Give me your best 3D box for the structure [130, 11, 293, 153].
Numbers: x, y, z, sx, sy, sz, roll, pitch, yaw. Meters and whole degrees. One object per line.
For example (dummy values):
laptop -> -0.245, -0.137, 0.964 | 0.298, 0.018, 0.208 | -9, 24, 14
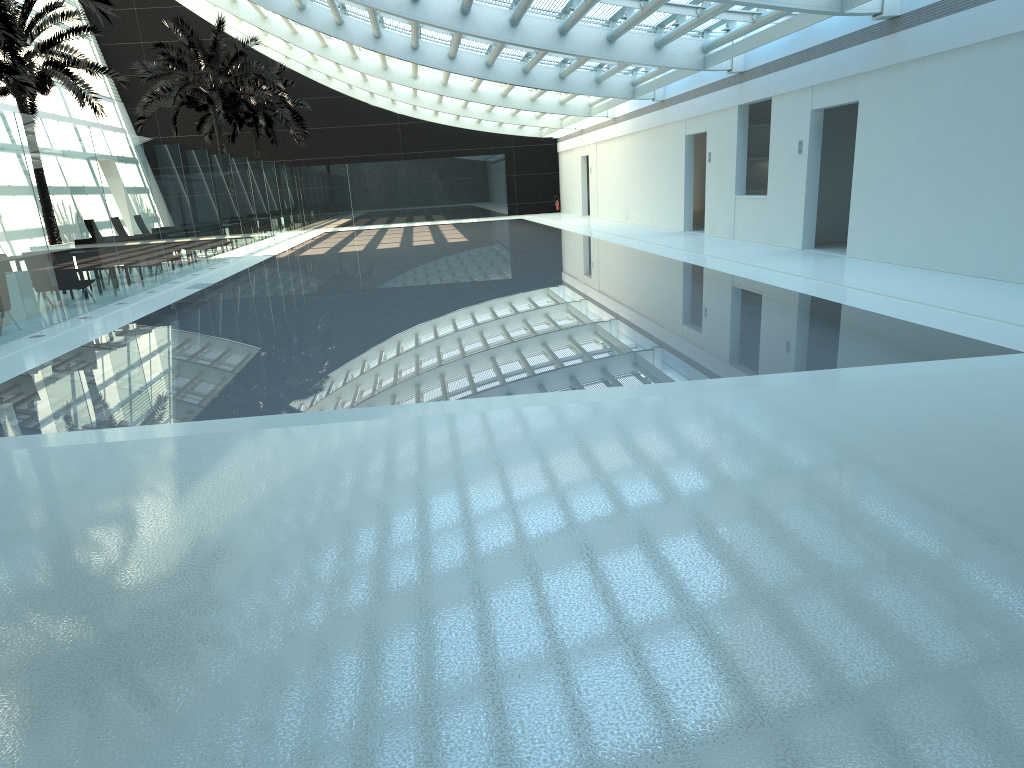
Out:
structure -> -9.729, -8.286, 29.027 | 4.803, 7.396, 4.219 | -7, 19, -11

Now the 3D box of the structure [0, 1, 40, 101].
structure -> -11.459, -5.167, 16.379 | 4.572, 7.199, 4.110 | -13, 21, -25

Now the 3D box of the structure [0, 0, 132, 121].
structure -> -12.289, -6.420, 21.919 | 4.254, 7.263, 4.417 | 7, 21, 27

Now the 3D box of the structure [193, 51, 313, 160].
structure -> -10.550, -9.970, 36.584 | 4.389, 7.395, 4.620 | -13, 21, -25

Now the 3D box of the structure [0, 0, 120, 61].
structure -> -7.733, -4.332, 11.270 | 4.819, 7.396, 4.204 | 1, 20, 13
